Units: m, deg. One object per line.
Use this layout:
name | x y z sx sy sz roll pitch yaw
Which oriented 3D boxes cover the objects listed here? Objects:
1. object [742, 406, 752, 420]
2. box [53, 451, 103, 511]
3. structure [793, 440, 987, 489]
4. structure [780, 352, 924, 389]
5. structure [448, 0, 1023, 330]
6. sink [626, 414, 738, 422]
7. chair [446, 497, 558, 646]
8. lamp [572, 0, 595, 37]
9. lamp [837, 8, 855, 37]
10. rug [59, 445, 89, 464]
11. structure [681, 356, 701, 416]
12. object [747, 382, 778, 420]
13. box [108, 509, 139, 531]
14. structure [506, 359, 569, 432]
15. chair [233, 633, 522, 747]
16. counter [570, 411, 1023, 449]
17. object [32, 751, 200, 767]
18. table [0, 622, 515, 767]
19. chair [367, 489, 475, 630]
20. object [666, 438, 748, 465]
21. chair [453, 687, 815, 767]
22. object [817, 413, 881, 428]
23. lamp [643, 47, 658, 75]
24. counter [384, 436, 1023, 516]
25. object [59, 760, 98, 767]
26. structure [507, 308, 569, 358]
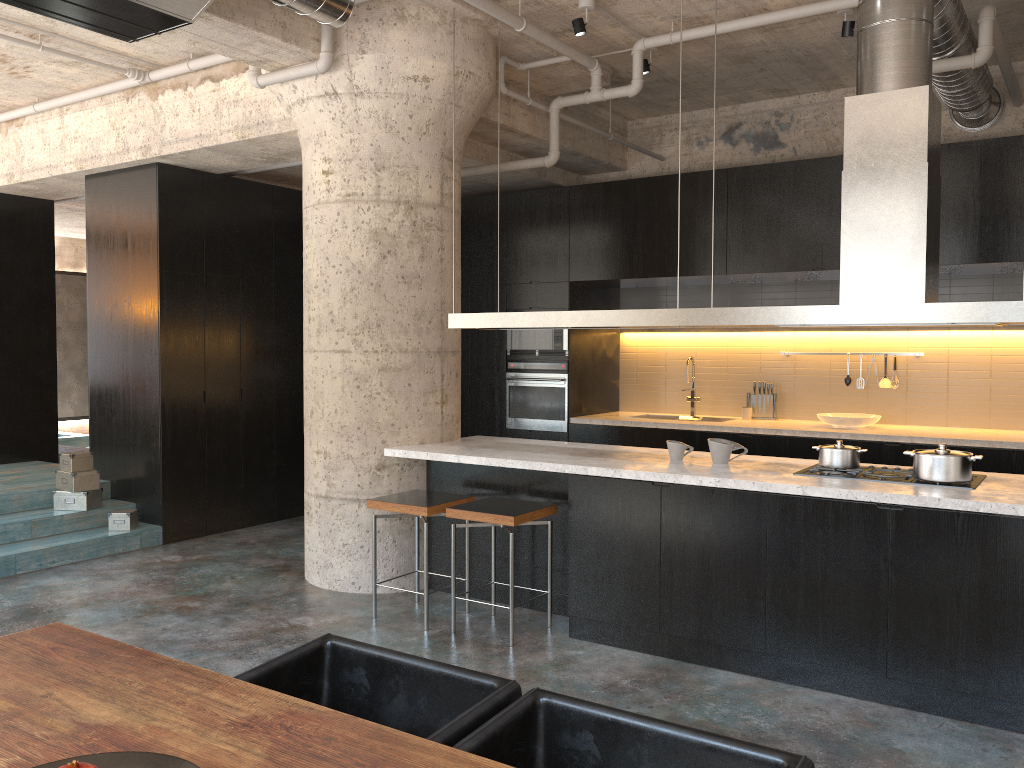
object | 2.082 0.257 7.860 0.092 0.117 0.092 -1 3 -17
box | -3.415 0.759 6.978 0.331 0.441 0.280 1 3 23
structure | 1.899 0.365 4.438 0.833 0.187 0.506 2 3 34
structure | 2.868 -0.114 7.552 1.171 0.315 0.074 2 3 34
structure | 1.055 -1.354 4.814 3.117 2.100 0.538 2 3 34
sink | 1.529 0.371 7.985 0.890 0.134 0.458 2 3 34
chair | -0.054 1.030 4.967 0.450 0.698 0.450 2 3 34
lamp | 0.452 -2.311 5.585 0.145 0.236 0.107 1 3 17
lamp | 2.118 -2.308 5.627 0.107 0.236 0.145 1 3 17
rug | -5.447 0.931 10.677 1.759 0.377 0.541 2 3 34
structure | 1.621 0.024 8.094 0.125 0.559 0.269 2 3 34
object | 2.221 0.147 7.885 0.291 0.336 0.060 1 3 28
box | -3.042 1.064 6.946 0.172 0.140 0.187 0 2 -4
structure | 0.367 0.094 8.366 0.664 0.651 0.649 2 3 34
chair | -0.397 1.122 2.270 0.707 0.738 0.754 2 3 34
counter | 2.611 0.416 7.203 4.360 0.142 1.000 2 3 34
object | -0.735 0.726 1.497 0.435 0.079 0.435 -1 3 -20
table | -0.723 1.145 1.481 2.410 0.756 1.299 2 3 34
chair | -0.532 1.017 5.226 0.450 0.698 0.450 2 3 34
object | 1.078 0.368 4.944 0.437 0.133 0.188 2 3 34
chair | 0.208 1.142 1.856 0.707 0.738 0.754 2 3 34
object | 2.732 0.300 7.200 0.490 0.093 0.490 2 3 31
lamp | 0.978 -2.342 6.374 0.145 0.236 0.107 1 3 17
counter | 0.935 0.455 4.981 3.500 0.046 1.000 2 3 34
object | -0.758 0.712 1.501 0.100 0.097 0.219 0 2 -13
structure | 0.395 -0.472 8.381 0.659 0.450 0.612 2 3 34
